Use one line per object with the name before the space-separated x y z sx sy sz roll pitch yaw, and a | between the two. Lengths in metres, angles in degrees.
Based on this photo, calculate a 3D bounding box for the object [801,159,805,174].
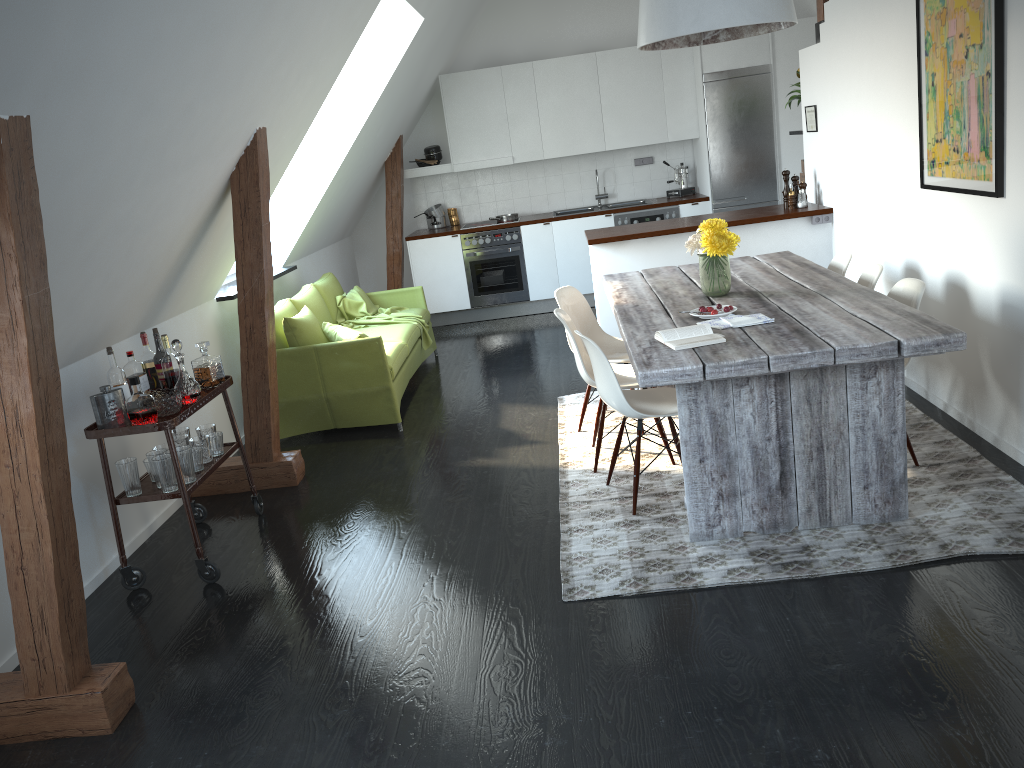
object | 2.416 -1.699 6.841 0.329 0.101 0.287 -4 15 14

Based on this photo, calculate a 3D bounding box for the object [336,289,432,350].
object | -1.012 -0.520 7.077 0.722 0.493 0.711 -8 15 0

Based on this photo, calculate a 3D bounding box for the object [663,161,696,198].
object | 1.636 -2.050 8.817 0.353 0.370 0.206 -20 19 -37

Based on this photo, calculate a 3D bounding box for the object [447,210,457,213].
object | -0.612 -1.762 9.112 0.100 0.036 0.100 1 17 32

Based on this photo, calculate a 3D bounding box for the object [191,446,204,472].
object | -1.425 0.340 3.979 0.092 0.099 0.092 -13 15 -17

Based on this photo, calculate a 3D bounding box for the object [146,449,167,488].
object | -1.514 0.366 3.821 0.087 0.155 0.087 -14 16 -22

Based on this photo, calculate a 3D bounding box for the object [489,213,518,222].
object | -0.103 -1.662 8.866 0.351 0.061 0.232 -14 16 -21

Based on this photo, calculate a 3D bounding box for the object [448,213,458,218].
object | -0.606 -1.730 9.125 0.099 0.057 0.101 -4 15 16

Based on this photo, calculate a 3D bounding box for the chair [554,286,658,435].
chair | 0.557 -0.160 5.015 0.542 0.801 0.465 1 17 29

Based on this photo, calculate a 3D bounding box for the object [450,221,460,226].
object | -0.587 -1.652 9.144 0.100 0.036 0.100 -8 15 1

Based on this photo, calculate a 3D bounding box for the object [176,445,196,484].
object | -1.411 0.350 3.825 0.087 0.155 0.087 -14 16 -22

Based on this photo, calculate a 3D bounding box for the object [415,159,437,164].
object | -0.860 -2.214 8.819 0.061 0.077 0.331 -19 18 -36

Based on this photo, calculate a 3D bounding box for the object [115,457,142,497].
object | -1.618 0.397 3.757 0.087 0.155 0.087 -14 16 -22

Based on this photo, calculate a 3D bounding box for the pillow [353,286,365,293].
pillow | -1.234 -0.635 7.185 0.210 0.275 0.462 -7 15 2

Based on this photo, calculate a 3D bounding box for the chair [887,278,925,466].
chair | 1.586 -0.045 4.033 0.542 0.801 0.465 -8 15 1

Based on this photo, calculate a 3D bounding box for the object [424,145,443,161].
object | -0.792 -2.309 8.900 0.190 0.166 0.200 -17 17 -31

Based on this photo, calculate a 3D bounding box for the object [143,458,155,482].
object | -1.573 0.376 3.922 0.092 0.099 0.092 -13 15 -17

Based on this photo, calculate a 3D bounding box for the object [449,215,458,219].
object | -0.601 -1.710 9.131 0.099 0.043 0.100 -10 15 -8

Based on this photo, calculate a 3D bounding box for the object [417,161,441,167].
object | -0.828 -2.206 8.865 0.243 0.056 0.350 -10 15 -6

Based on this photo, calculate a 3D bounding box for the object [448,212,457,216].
object | -0.610 -1.746 9.116 0.100 0.036 0.100 -16 17 -28

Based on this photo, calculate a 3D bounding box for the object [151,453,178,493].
object | -1.458 0.379 3.742 0.087 0.155 0.087 -14 16 -22

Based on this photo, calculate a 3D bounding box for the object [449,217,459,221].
object | -0.596 -1.689 9.134 0.099 0.051 0.099 -10 15 -9

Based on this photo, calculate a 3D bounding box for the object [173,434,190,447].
object | -1.543 0.304 4.137 0.095 0.119 0.095 -18 17 -32

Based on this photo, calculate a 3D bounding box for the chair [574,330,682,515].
chair | 0.594 0.117 3.950 0.542 0.801 0.465 -10 15 -9

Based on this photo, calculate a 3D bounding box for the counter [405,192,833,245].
counter | 0.597 -1.389 7.675 3.365 0.038 3.085 -7 15 4

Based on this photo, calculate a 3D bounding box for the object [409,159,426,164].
object | -0.899 -2.221 8.903 0.357 0.075 0.244 -15 16 -24

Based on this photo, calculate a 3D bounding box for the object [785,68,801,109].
object | 2.329 -2.205 6.759 0.493 0.486 0.506 -1 16 23

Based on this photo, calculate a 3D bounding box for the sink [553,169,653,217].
sink | 0.870 -1.850 8.761 0.963 0.519 0.671 -7 15 4

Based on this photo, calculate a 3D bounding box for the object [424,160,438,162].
object | -0.831 -2.227 8.861 0.065 0.031 0.335 -19 18 -37

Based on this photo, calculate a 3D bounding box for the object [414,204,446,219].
object | -0.859 -1.735 9.058 0.371 0.169 0.203 -14 16 -22

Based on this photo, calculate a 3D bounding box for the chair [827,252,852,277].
chair | 1.643 -0.311 5.005 0.542 0.801 0.465 -7 15 5

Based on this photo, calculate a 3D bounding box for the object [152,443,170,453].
object | -1.570 0.338 4.023 0.095 0.119 0.095 -18 17 -32

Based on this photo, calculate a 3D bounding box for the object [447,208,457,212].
object | -0.613 -1.782 9.106 0.100 0.047 0.099 -8 15 0

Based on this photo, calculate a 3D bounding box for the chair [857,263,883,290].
chair | 1.621 -0.186 4.549 0.542 0.801 0.465 -5 15 10

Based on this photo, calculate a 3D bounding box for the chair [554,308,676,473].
chair | 0.528 -0.009 4.458 0.542 0.801 0.465 -7 15 5

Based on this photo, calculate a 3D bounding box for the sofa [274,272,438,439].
sofa | -1.157 -0.319 6.481 0.898 0.825 2.093 -7 15 3

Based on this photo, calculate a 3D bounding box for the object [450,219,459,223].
object | -0.592 -1.673 9.137 0.100 0.048 0.099 -2 16 22

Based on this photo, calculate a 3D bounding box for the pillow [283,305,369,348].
pillow | -1.117 -0.317 5.683 0.600 0.387 0.475 -8 15 2

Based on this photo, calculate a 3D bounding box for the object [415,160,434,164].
object | -0.872 -2.203 8.813 0.065 0.065 0.332 -16 17 -27

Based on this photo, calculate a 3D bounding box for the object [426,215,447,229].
object | -0.754 -1.663 9.042 0.200 0.154 0.348 -12 15 -15

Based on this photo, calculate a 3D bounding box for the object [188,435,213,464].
object | -1.427 0.303 4.080 0.095 0.119 0.095 -18 17 -32
